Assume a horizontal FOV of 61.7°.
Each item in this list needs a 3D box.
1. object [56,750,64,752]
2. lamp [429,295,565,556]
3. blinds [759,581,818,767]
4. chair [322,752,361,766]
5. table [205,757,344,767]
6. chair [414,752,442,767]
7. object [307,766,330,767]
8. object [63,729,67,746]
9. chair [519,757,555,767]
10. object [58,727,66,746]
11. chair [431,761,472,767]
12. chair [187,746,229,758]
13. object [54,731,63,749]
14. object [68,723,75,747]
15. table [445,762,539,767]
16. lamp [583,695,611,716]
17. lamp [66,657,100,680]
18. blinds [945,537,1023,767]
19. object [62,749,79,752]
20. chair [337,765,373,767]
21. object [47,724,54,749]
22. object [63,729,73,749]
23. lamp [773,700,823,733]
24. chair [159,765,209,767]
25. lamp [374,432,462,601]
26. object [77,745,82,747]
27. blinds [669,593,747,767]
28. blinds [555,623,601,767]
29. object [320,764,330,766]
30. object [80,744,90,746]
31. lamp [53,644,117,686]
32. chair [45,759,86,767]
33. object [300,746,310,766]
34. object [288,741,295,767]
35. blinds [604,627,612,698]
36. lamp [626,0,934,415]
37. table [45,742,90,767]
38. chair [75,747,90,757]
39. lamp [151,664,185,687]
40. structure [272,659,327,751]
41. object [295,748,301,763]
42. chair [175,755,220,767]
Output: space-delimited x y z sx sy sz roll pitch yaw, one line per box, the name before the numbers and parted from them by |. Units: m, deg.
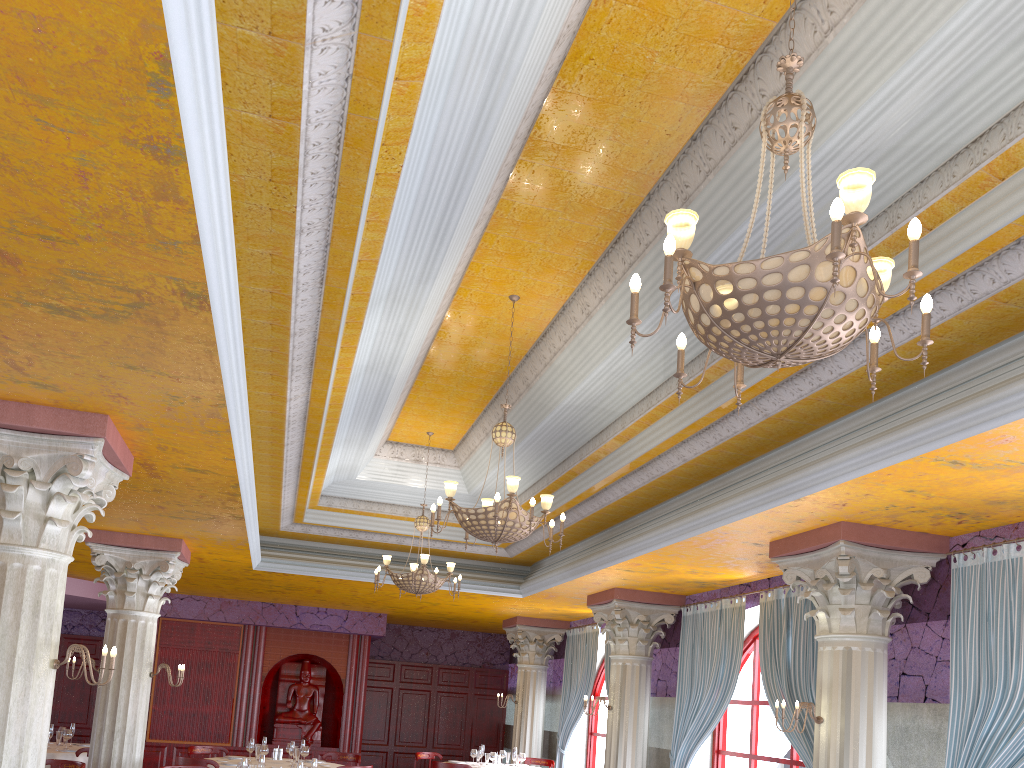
object | -5.921 4.820 11.247 0.234 0.013 0.029 -8 -22 29
lamp | -0.057 0.282 6.993 0.961 2.094 0.996 -1 -10 30
blinds | 2.926 3.738 8.793 0.246 3.386 1.764 6 -9 -15
chair | -2.654 6.042 12.720 0.751 1.049 0.673 -2 -12 30
table | -3.260 5.654 11.660 2.095 0.914 2.198 8 -19 -13
chair | -1.335 6.784 14.451 0.648 1.048 0.781 -2 -13 30
object | -2.555 5.085 11.333 0.315 0.023 0.329 9 -21 -14
object | -6.311 5.000 12.100 0.086 0.228 0.089 -1 -10 32
chair | 0.329 7.071 14.903 0.751 1.049 0.673 -2 -12 30
object | -6.403 5.008 12.173 0.122 0.254 0.127 4 -9 -1
chair | -0.870 6.194 12.788 0.751 1.049 0.673 -2 -12 30
chair | -4.318 5.755 12.268 0.648 1.048 0.781 -2 -13 30
object | -6.153 4.831 11.617 0.085 0.228 0.089 3 -8 10
object | -6.192 4.940 12.048 0.074 0.323 0.076 1 -8 21
table | -0.277 6.683 13.842 2.095 0.914 2.198 8 -19 -13
lamp | 1.166 4.450 11.839 0.389 0.262 0.352 12 -17 -26
lamp | -5.080 3.372 10.142 0.389 0.262 0.352 12 -17 -26
blinds | 3.679 2.784 6.107 0.246 3.386 1.766 6 -9 -12
object | -5.812 4.877 11.395 0.315 0.023 0.329 9 -21 -14
chair | -2.188 5.452 11.058 0.648 1.048 0.781 -2 -13 30
object | -6.205 4.737 11.507 0.074 0.323 0.076 1 -8 21
object | -6.080 4.857 11.710 0.124 0.254 0.125 8 -10 -23
lamp | 2.438 2.838 7.300 0.389 0.262 0.352 12 -17 -26
chair | -3.425 4.624 9.083 0.648 1.048 0.781 -2 -13 30
lamp | -1.116 1.624 10.772 0.961 2.094 0.996 -1 -10 30
object | -6.177 5.177 12.244 0.140 0.010 0.031 -9 -23 32
blinds | 2.386 4.422 10.721 0.246 3.386 1.766 6 -9 -12
blinds | 1.122 6.024 15.231 0.246 3.386 1.766 6 -9 -12
object | -2.612 5.311 11.926 0.160 0.009 0.167 9 -21 -14
object | -6.109 5.246 12.434 0.315 0.023 0.329 9 -21 -14
lamp | -2.863 1.883 5.752 0.389 0.262 0.352 12 -17 -26
chair | -4.764 4.382 8.689 0.751 1.049 0.673 -2 -12 30
object | -2.823 5.065 11.648 0.124 0.254 0.125 8 -10 -23
object | -2.948 4.944 11.445 0.074 0.323 0.076 1 -8 21
blinds | 1.662 5.339 13.302 0.246 3.386 1.764 6 -9 -15
lamp | 1.019 -1.082 3.151 0.961 2.094 0.996 -1 -10 30
table | -6.517 5.446 11.721 2.095 0.914 2.198 8 -19 -13
chair | -5.445 5.244 11.119 0.648 1.048 0.781 -2 -13 30
lamp | -4.147 3.510 10.336 0.389 0.262 0.352 12 -17 -26
structure | -4.281 6.451 17.285 0.972 1.778 0.662 7 -8 -15
object | -2.896 5.038 11.555 0.085 0.228 0.089 3 -8 10
chair | -3.852 5.164 10.605 0.751 1.049 0.673 -2 -12 30
